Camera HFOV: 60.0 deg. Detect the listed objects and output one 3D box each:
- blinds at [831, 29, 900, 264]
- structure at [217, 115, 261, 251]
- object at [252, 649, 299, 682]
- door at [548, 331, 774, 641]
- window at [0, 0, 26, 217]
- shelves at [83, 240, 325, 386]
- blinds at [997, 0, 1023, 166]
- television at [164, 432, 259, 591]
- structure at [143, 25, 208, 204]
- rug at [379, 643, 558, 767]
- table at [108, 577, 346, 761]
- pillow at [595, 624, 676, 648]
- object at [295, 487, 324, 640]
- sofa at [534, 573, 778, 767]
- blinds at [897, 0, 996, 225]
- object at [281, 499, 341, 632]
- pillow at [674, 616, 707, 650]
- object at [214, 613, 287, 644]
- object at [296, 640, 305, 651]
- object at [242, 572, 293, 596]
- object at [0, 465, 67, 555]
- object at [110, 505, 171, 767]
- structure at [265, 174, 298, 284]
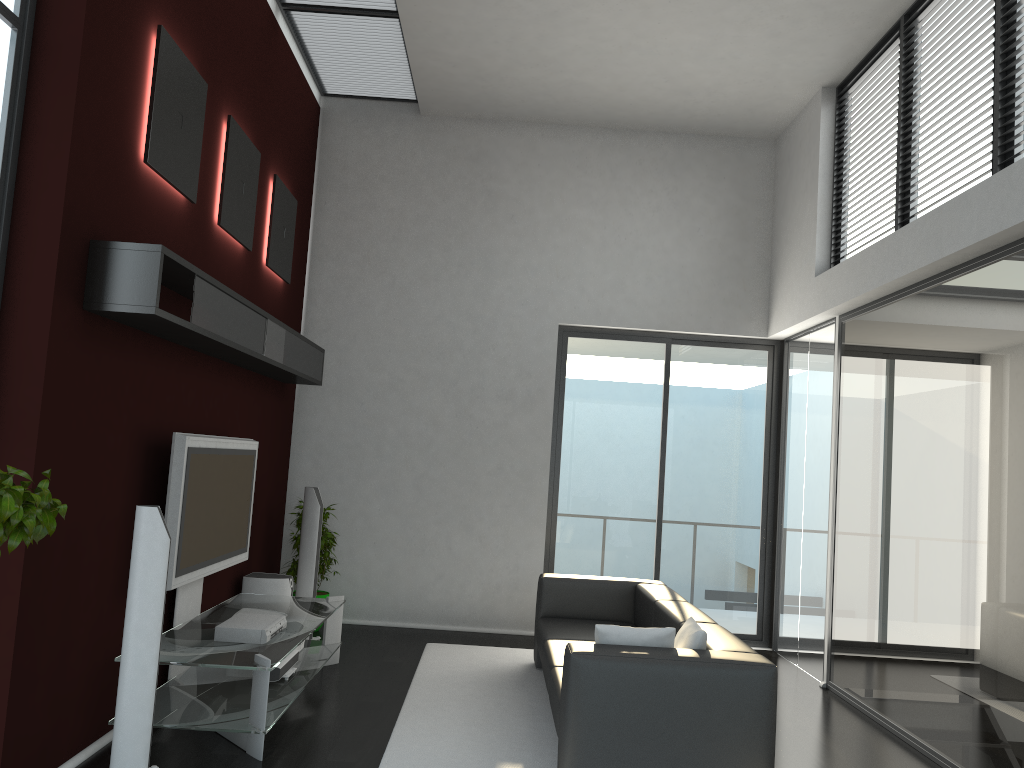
[{"bbox_3d":[2.484,-1.587,6.232,0.048,1.372,1.076,4,-5,-1],"label":"blinds"},{"bbox_3d":[-1.744,-1.256,5.644,0.055,0.676,0.678,4,-5,-1],"label":"structure"},{"bbox_3d":[-1.358,1.626,5.144,0.182,0.090,0.470,4,-5,-1],"label":"object"},{"bbox_3d":[1.318,0.885,7.832,1.900,2.600,0.050,4,-5,-1],"label":"door"},{"bbox_3d":[-2.007,-0.658,3.067,0.025,4.400,0.800,4,-5,-1],"label":"window"},{"bbox_3d":[-1.652,-0.445,3.856,0.305,0.301,6.988,4,-5,-1],"label":"shelves"},{"bbox_3d":[2.523,-1.780,4.000,0.048,1.372,1.076,4,-5,-1],"label":"blinds"},{"bbox_3d":[-1.751,0.709,5.192,0.099,0.807,1.436,4,-5,-1],"label":"television"},{"bbox_3d":[-1.725,-1.351,4.540,0.055,0.676,0.678,4,-5,-1],"label":"structure"},{"bbox_3d":[0.297,1.935,5.129,1.875,0.009,3.695,4,-5,-1],"label":"rug"},{"bbox_3d":[-1.518,1.273,5.172,0.771,1.093,2.046,4,-5,-1],"label":"table"},{"bbox_3d":[0.559,1.298,4.146,0.376,0.358,0.186,4,-5,1],"label":"pillow"},{"bbox_3d":[-1.547,1.359,6.742,0.215,1.141,0.228,3,-5,14],"label":"object"},{"bbox_3d":[0.660,1.618,5.175,0.943,0.652,2.781,4,-5,-1],"label":"sofa"},{"bbox_3d":[2.504,-1.684,5.116,0.048,1.372,1.076,4,-5,-1],"label":"blinds"},{"bbox_3d":[-1.640,1.454,7.194,0.507,1.068,0.599,5,-5,-16],"label":"object"},{"bbox_3d":[0.825,1.324,4.248,0.169,0.361,0.376,4,-5,1],"label":"pillow"},{"bbox_3d":[-1.417,1.331,4.841,0.273,0.073,0.439,4,-5,-1],"label":"object"},{"bbox_3d":[-1.567,1.671,5.700,0.412,0.106,0.449,4,-5,-1],"label":"object"},{"bbox_3d":[-1.751,1.638,6.350,0.323,0.518,0.286,4,-5,-1],"label":"object"},{"bbox_3d":[-1.339,0.775,1.784,0.646,1.515,0.994,5,-5,-9],"label":"object"},{"bbox_3d":[-1.581,1.100,3.804,0.215,1.141,0.228,5,-5,-16],"label":"object"},{"bbox_3d":[-1.763,-1.161,6.747,0.055,0.676,0.678,4,-5,-1],"label":"structure"}]
